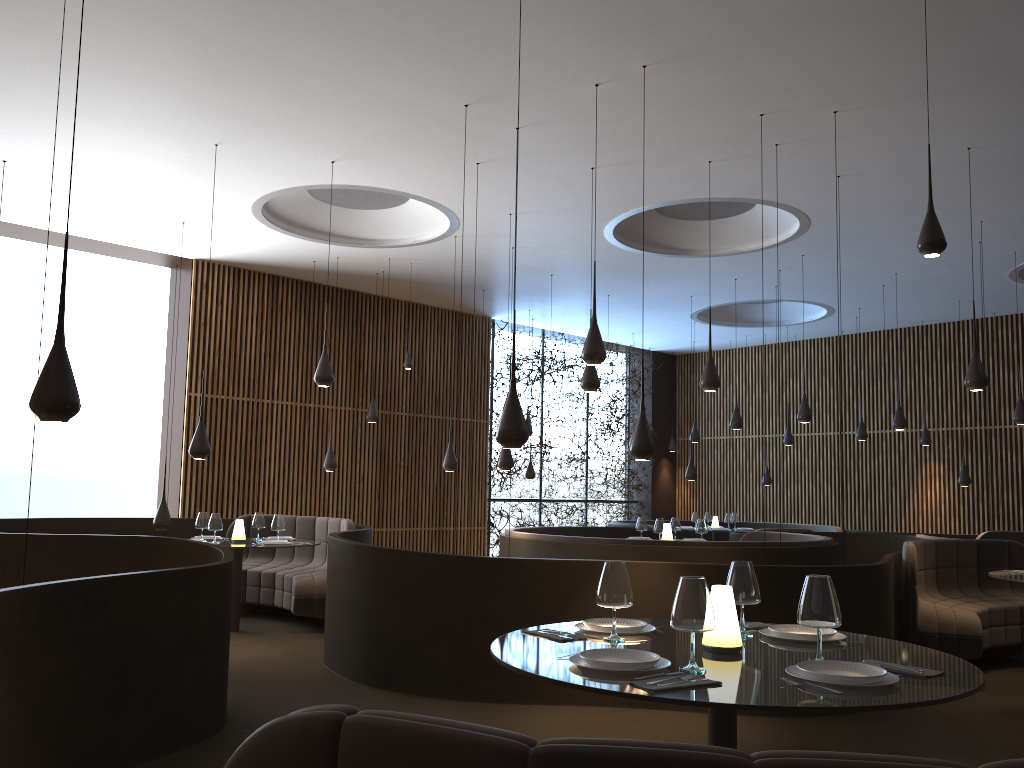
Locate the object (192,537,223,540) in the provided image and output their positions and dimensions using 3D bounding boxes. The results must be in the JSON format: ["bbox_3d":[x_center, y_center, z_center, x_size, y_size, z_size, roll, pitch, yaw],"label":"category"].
[{"bbox_3d":[-3.253,1.653,9.474,0.332,0.014,0.332,5,-8,-27],"label":"object"}]

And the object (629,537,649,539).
[{"bbox_3d":[1.607,1.954,11.212,0.263,0.029,0.264,-1,-7,13],"label":"object"}]

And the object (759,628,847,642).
[{"bbox_3d":[1.160,1.004,3.542,0.332,0.014,0.332,8,-10,-42],"label":"object"}]

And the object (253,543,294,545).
[{"bbox_3d":[-2.385,1.599,8.890,0.204,0.012,0.411,-4,-9,35],"label":"object"}]

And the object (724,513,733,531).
[{"bbox_3d":[3.714,2.363,15.199,0.142,0.294,0.142,-4,-8,40],"label":"object"}]

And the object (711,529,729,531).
[{"bbox_3d":[3.535,2.476,15.036,0.332,0.014,0.332,-3,-8,33],"label":"object"}]

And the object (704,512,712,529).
[{"bbox_3d":[3.528,2.451,15.944,0.142,0.294,0.142,7,-8,-43],"label":"object"}]

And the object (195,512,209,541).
[{"bbox_3d":[-3.233,1.489,9.256,0.142,0.294,0.142,-1,-6,20],"label":"object"}]

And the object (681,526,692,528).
[{"bbox_3d":[3.043,2.526,15.593,0.263,0.029,0.264,2,-7,-7],"label":"object"}]

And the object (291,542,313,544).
[{"bbox_3d":[-2.176,1.637,9.114,0.262,0.017,0.127,-5,-9,39],"label":"object"}]

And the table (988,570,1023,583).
[{"bbox_3d":[4.494,1.969,6.566,1.672,1.021,1.677,2,-7,-8],"label":"table"}]

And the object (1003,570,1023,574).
[{"bbox_3d":[4.090,1.513,7.121,0.126,0.017,0.262,2,-7,-9],"label":"object"}]

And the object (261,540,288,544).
[{"bbox_3d":[-2.382,1.589,8.896,0.263,0.029,0.264,-2,-8,24],"label":"object"}]

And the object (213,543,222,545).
[{"bbox_3d":[-2.956,1.559,8.613,0.126,0.017,0.262,-4,-8,33],"label":"object"}]

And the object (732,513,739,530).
[{"bbox_3d":[3.957,2.435,15.744,0.142,0.294,0.142,1,-6,0],"label":"object"}]

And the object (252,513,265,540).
[{"bbox_3d":[-2.744,1.541,9.598,0.142,0.294,0.142,0,-6,14],"label":"object"}]

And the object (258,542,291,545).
[{"bbox_3d":[-2.382,1.598,8.895,0.332,0.014,0.333,-1,-7,17],"label":"object"}]

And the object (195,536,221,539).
[{"bbox_3d":[-3.253,1.644,9.475,0.263,0.029,0.264,-1,-7,15],"label":"object"}]

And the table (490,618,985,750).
[{"bbox_3d":[0.748,1.472,3.148,1.674,1.021,1.675,6,-8,-34],"label":"table"}]

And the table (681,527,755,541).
[{"bbox_3d":[3.563,3.062,15.529,1.672,1.021,1.677,0,-7,8],"label":"table"}]

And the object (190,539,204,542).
[{"bbox_3d":[-3.197,1.561,8.797,0.263,0.029,0.263,7,-9,-40],"label":"object"}]

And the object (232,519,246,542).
[{"bbox_3d":[-2.829,1.519,9.188,0.142,0.231,0.145,4,-6,-22],"label":"object"}]

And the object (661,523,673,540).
[{"bbox_3d":[1.888,1.808,10.772,0.144,0.231,0.142,4,-7,-27],"label":"object"}]

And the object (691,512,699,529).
[{"bbox_3d":[3.193,2.380,15.425,0.142,0.294,0.142,-4,-8,41],"label":"object"}]

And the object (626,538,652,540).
[{"bbox_3d":[1.606,1.964,11.211,0.332,0.014,0.332,6,-9,-35],"label":"object"}]

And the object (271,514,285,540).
[{"bbox_3d":[-2.412,1.490,9.138,0.142,0.294,0.142,6,-8,-40],"label":"object"}]

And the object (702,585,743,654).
[{"bbox_3d":[0.760,0.848,3.209,0.142,0.231,0.145,-2,-7,25],"label":"object"}]

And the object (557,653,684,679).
[{"bbox_3d":[0.347,0.908,2.887,0.204,0.012,0.411,6,-8,-33],"label":"object"}]

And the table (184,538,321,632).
[{"bbox_3d":[-2.841,2.142,9.127,1.673,1.021,1.675,-4,-8,38],"label":"table"}]

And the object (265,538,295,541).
[{"bbox_3d":[-2.517,1.686,9.623,0.332,0.014,0.332,-4,-9,38],"label":"object"}]

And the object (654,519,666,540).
[{"bbox_3d":[1.733,1.727,10.388,0.142,0.294,0.142,0,-6,8],"label":"object"}]

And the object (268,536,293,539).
[{"bbox_3d":[-2.517,1.677,9.624,0.263,0.029,0.264,0,-7,12],"label":"object"}]

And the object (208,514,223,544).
[{"bbox_3d":[-2.968,1.446,8.864,0.142,0.294,0.142,-4,-8,44],"label":"object"}]

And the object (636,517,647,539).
[{"bbox_3d":[1.606,1.799,10.992,0.142,0.294,0.142,0,-6,14],"label":"object"}]

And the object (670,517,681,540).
[{"bbox_3d":[2.053,1.828,11.149,0.142,0.294,0.142,3,-6,-22],"label":"object"}]

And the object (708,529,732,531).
[{"bbox_3d":[3.530,2.477,15.035,0.410,0.012,0.205,1,-7,3],"label":"object"}]

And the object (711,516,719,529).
[{"bbox_3d":[3.576,2.439,15.590,0.142,0.231,0.145,-2,-7,27],"label":"object"}]

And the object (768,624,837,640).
[{"bbox_3d":[1.160,0.995,3.543,0.263,0.029,0.263,-4,-9,37],"label":"object"}]

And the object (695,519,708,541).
[{"bbox_3d":[2.263,1.762,10.590,0.142,0.294,0.142,-1,-6,18],"label":"object"}]

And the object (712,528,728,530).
[{"bbox_3d":[3.535,2.467,15.037,0.263,0.029,0.263,7,-9,-37],"label":"object"}]

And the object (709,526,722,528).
[{"bbox_3d":[3.691,2.601,16.095,0.263,0.029,0.263,-4,-9,38],"label":"object"}]

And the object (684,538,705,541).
[{"bbox_3d":[2.280,1.953,11.095,0.263,0.029,0.263,-5,-9,42],"label":"object"}]
